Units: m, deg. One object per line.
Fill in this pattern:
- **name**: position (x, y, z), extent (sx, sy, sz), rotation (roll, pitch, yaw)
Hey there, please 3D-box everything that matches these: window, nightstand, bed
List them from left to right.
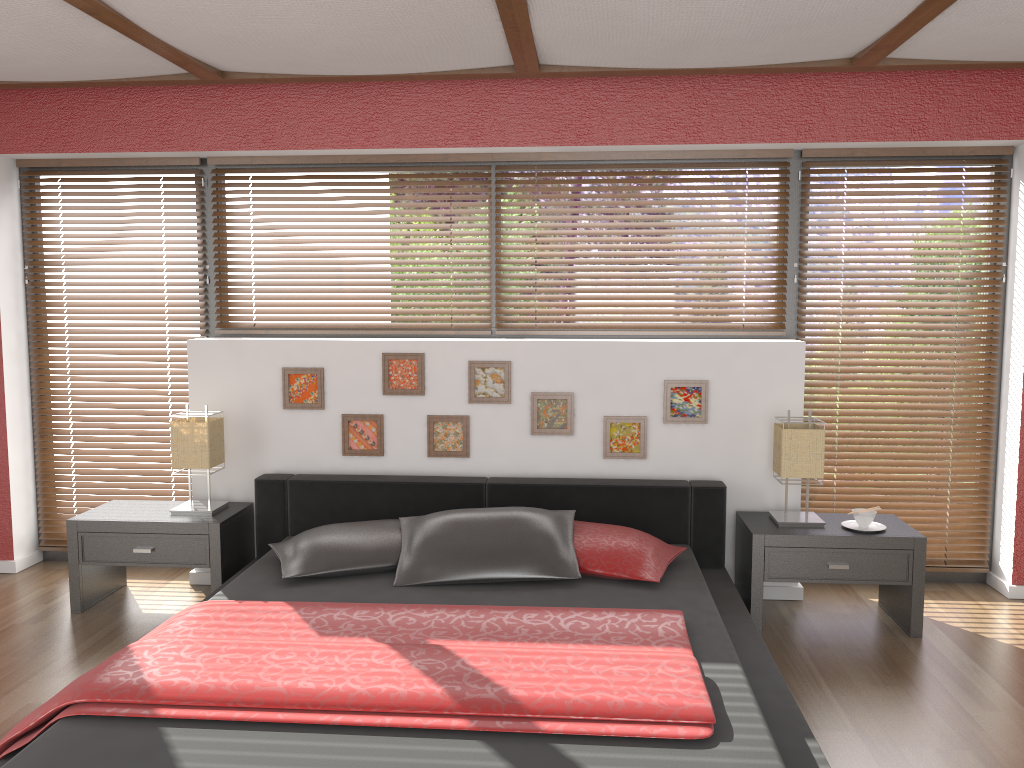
- **window**: position (-2.029, -0.154, 4.645), extent (0.889, 1.893, 0.020), rotation (0, 6, 5)
- **nightstand**: position (-1.605, 0.795, 4.099), extent (0.700, 0.423, 0.413), rotation (0, 6, 5)
- **bed**: position (-0.344, 0.825, 2.992), extent (2.469, 0.577, 2.413), rotation (0, 6, 5)
- **window**: position (-0.083, -0.680, 4.438), extent (2.817, 0.786, 0.020), rotation (0, 6, 5)
- **nightstand**: position (1.362, 0.817, 3.862), extent (0.700, 0.423, 0.413), rotation (0, 6, 5)
- **window**: position (1.860, -0.126, 4.335), extent (0.889, 1.893, 0.020), rotation (0, 6, 5)

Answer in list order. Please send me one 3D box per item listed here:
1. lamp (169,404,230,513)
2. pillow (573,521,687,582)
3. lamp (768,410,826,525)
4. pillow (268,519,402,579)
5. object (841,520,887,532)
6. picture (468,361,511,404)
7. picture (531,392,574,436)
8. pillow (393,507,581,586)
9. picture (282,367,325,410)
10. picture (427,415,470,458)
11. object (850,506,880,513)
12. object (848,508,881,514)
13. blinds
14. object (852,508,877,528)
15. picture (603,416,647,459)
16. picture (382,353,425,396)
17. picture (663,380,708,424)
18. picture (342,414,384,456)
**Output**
- **lamp**: position (-1.443, 0.333, 4.082), extent (0.200, 0.480, 0.200), rotation (0, 6, 5)
- **pillow**: position (0.306, 0.672, 3.650), extent (0.745, 0.172, 0.418), rotation (2, 6, 24)
- **lamp**: position (1.247, 0.353, 3.867), extent (0.200, 0.480, 0.200), rotation (0, 6, 5)
- **pillow**: position (-0.607, 0.670, 3.669), extent (0.745, 0.172, 0.418), rotation (-2, 6, -20)
- **object**: position (1.497, 0.607, 3.776), extent (0.179, 0.012, 0.179), rotation (3, 6, 29)
- **picture**: position (-0.104, -0.008, 4.148), extent (0.200, 0.200, 0.010), rotation (0, 6, 5)
- **picture**: position (0.188, 0.140, 4.139), extent (0.200, 0.200, 0.010), rotation (0, 6, 5)
- **pillow**: position (-0.103, 0.631, 3.538), extent (0.744, 0.241, 0.386), rotation (0, 6, 0)
- **picture**: position (-0.994, 0.022, 4.222), extent (0.200, 0.200, 0.010), rotation (0, 6, 5)
- **picture**: position (-0.301, 0.248, 4.188), extent (0.200, 0.200, 0.010), rotation (0, 6, 5)
- **object**: position (1.501, 0.536, 3.774), extent (0.192, 0.007, 0.007), rotation (-3, 6, -31)
- **object**: position (1.492, 0.538, 3.753), extent (0.192, 0.007, 0.007), rotation (-3, 6, -26)
- **blinds**: position (-0.091, -0.098, 4.426), extent (4.840, 1.952, 0.032), rotation (0, 6, 5)
- **object**: position (1.497, 0.575, 3.772), extent (0.099, 0.069, 0.099), rotation (3, 6, 29)
- **picture**: position (0.526, 0.249, 4.122), extent (0.200, 0.200, 0.010), rotation (0, 6, 5)
- **picture**: position (-0.511, -0.046, 4.177), extent (0.200, 0.200, 0.010), rotation (0, 6, 5)
- **picture**: position (0.800, 0.083, 4.084), extent (0.200, 0.200, 0.010), rotation (0, 6, 5)
- **picture**: position (-0.710, 0.244, 4.221), extent (0.200, 0.200, 0.010), rotation (0, 6, 5)
